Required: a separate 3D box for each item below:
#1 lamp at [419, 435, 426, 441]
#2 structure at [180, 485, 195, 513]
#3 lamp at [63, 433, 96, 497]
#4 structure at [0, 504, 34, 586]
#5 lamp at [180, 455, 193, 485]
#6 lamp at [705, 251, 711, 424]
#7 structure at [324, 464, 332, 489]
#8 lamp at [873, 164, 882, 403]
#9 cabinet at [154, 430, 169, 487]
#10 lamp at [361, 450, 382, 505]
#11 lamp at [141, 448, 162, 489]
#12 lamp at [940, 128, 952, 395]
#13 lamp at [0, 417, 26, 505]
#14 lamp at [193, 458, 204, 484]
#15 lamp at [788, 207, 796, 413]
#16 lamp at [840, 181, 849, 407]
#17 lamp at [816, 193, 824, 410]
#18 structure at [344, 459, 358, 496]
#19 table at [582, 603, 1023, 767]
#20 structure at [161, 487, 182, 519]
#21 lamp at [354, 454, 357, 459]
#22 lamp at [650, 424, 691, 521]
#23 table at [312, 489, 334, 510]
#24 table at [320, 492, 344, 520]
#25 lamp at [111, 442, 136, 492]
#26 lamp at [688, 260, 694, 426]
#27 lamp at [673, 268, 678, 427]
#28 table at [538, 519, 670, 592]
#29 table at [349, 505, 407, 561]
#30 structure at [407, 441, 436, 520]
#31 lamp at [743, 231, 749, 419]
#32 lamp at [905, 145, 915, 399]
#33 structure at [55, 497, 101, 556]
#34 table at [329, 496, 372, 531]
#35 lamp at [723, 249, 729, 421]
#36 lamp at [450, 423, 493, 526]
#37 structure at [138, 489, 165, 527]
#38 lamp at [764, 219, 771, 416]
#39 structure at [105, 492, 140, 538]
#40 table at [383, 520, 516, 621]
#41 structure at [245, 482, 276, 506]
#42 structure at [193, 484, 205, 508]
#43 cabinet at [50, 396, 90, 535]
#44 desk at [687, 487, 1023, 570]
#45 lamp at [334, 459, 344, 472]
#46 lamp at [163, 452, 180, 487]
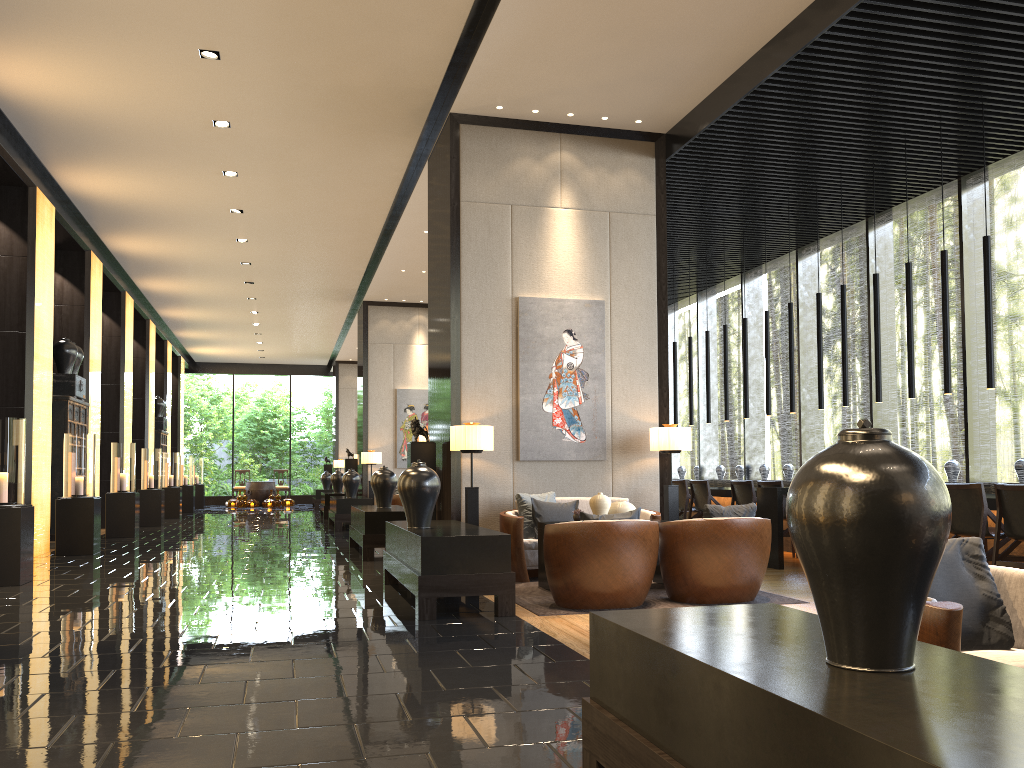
[{"bbox_3d":[-0.798,1.205,9.383,0.375,1.315,0.375,-2,-3,29],"label":"lamp"},{"bbox_3d":[-7.988,2.816,21.665,0.402,0.656,0.403,1,-3,-15],"label":"structure"},{"bbox_3d":[-5.050,0.949,10.338,0.337,0.727,0.338,0,-3,-9],"label":"lamp"},{"bbox_3d":[-4.307,1.354,7.464,0.402,0.656,0.403,1,-3,-15],"label":"structure"},{"bbox_3d":[-7.995,2.119,21.699,0.337,0.727,0.338,0,-3,-13],"label":"lamp"},{"bbox_3d":[2.671,-0.669,12.101,0.060,2.414,0.060,1,-3,-20],"label":"lamp"},{"bbox_3d":[-5.359,2.946,25.775,0.240,1.214,0.241,0,-3,-15],"label":"structure"},{"bbox_3d":[3.563,-1.023,8.662,0.060,2.414,0.060,1,-3,-20],"label":"lamp"},{"bbox_3d":[-8.201,2.039,20.179,0.547,1.917,1.191,0,-3,-15],"label":"cabinet"},{"bbox_3d":[-2.583,1.898,16.269,0.375,1.347,0.376,-1,-3,4],"label":"lamp"},{"bbox_3d":[-6.522,1.534,16.019,0.337,0.727,0.338,0,-3,-13],"label":"lamp"},{"bbox_3d":[3.794,-1.115,7.771,0.060,2.414,0.060,1,-3,-20],"label":"lamp"},{"bbox_3d":[-4.314,0.656,7.498,0.337,0.727,0.337,2,-4,-41],"label":"lamp"},{"bbox_3d":[-8.731,2.411,24.539,0.337,0.727,0.337,1,-3,-27],"label":"lamp"},{"bbox_3d":[3.186,-0.874,10.118,0.060,2.414,0.060,1,-3,-20],"label":"lamp"},{"bbox_3d":[3.432,-0.971,9.168,0.060,2.414,0.060,1,-3,-20],"label":"lamp"},{"bbox_3d":[3.324,-0.928,9.585,0.060,2.414,0.060,1,-3,-20],"label":"lamp"},{"bbox_3d":[-3.107,2.051,17.086,0.240,1.214,0.241,0,-3,-15],"label":"structure"},{"bbox_3d":[0.741,0.802,1.604,0.620,0.511,1.967,1,-6,-14],"label":"table"},{"bbox_3d":[-7.252,2.524,18.825,0.402,0.656,0.403,1,-3,-15],"label":"structure"},{"bbox_3d":[-3.036,2.078,18.018,0.375,1.347,0.376,-1,-3,4],"label":"lamp"},{"bbox_3d":[1.458,1.046,8.102,0.375,1.347,0.376,-1,-3,15],"label":"lamp"},{"bbox_3d":[-5.022,3.091,23.838,0.620,0.511,1.967,1,-6,-14],"label":"table"},{"bbox_3d":[-3.739,2.582,18.889,0.620,0.511,1.967,1,-6,-14],"label":"table"},{"bbox_3d":[-5.786,1.241,13.179,0.337,0.727,0.338,0,-3,-13],"label":"lamp"},{"bbox_3d":[2.540,-0.617,12.609,0.060,2.414,0.060,1,-3,-20],"label":"lamp"},{"bbox_3d":[2.411,-0.566,13.106,0.060,2.414,0.060,1,-3,-20],"label":"lamp"},{"bbox_3d":[0.785,1.349,6.969,1.042,0.516,0.577,1,-4,-15],"label":"table"},{"bbox_3d":[-1.493,1.689,10.223,0.620,0.511,1.967,1,-6,-14],"label":"table"},{"bbox_3d":[-0.861,1.159,8.420,0.240,1.214,0.241,0,-3,-15],"label":"structure"},{"bbox_3d":[2.927,-0.771,11.114,0.060,2.414,0.060,1,-3,-20],"label":"lamp"},{"bbox_3d":[3.679,-1.070,8.212,0.060,2.414,0.060,1,-3,-20],"label":"lamp"},{"bbox_3d":[-5.044,1.646,10.304,0.402,0.656,0.403,1,-3,-15],"label":"structure"},{"bbox_3d":[-2.770,2.197,15.149,0.620,0.511,1.967,1,-6,-14],"label":"table"},{"bbox_3d":[2.799,-0.720,11.610,0.060,2.414,0.060,1,-3,-20],"label":"lamp"},{"bbox_3d":[-0.345,1.011,7.635,0.375,1.344,0.375,-2,-3,37],"label":"lamp"},{"bbox_3d":[-6.516,2.231,15.985,0.402,0.656,0.403,1,-3,-15],"label":"structure"},{"bbox_3d":[3.056,-0.822,10.617,0.060,2.414,0.060,1,-3,-20],"label":"lamp"},{"bbox_3d":[-5.780,1.939,13.144,0.402,0.656,0.403,1,-3,-15],"label":"structure"},{"bbox_3d":[-0.524,1.304,6.483,0.620,0.511,1.967,1,-6,-14],"label":"table"},{"bbox_3d":[-7.383,3.228,25.997,0.874,0.708,0.877,2,-5,-26],"label":"structure"},{"bbox_3d":[-8.724,3.109,24.505,0.402,0.656,0.403,1,-3,-15],"label":"structure"},{"bbox_3d":[-5.990,1.161,11.649,0.547,1.917,1.191,0,-3,-15],"label":"cabinet"},{"bbox_3d":[2.063,1.876,13.409,1.780,0.757,28.836,1,-6,-14],"label":"desk"},{"bbox_3d":[-4.837,2.794,24.967,0.375,1.347,0.376,-1,-3,15],"label":"lamp"},{"bbox_3d":[-7.258,1.826,18.859,0.337,0.727,0.338,0,-3,-13],"label":"lamp"}]
